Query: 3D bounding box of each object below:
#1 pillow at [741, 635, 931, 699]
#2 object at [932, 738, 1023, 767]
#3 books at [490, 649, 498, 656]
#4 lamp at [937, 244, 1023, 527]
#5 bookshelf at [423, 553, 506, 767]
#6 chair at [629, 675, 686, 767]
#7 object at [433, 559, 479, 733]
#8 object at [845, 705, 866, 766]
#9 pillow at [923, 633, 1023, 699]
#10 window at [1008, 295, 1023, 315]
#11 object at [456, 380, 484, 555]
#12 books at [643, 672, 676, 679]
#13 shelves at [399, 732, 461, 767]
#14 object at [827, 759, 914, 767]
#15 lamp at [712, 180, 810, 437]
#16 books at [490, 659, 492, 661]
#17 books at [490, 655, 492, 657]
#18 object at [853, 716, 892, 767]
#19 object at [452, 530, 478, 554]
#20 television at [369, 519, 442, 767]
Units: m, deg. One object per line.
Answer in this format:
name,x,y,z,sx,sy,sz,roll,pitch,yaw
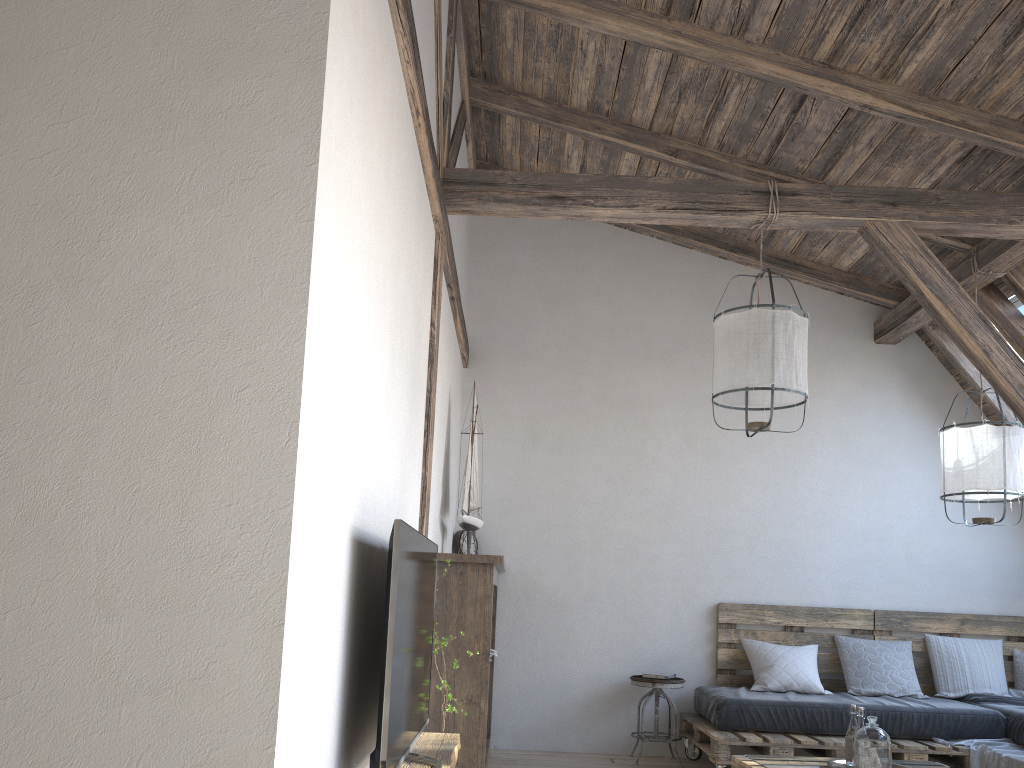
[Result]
pillow,2.022,1.756,5.516,1.129,0.349,0.358,3,-10,0
object,2.640,2.041,4.644,0.506,0.272,0.721,6,-13,-15
books,-0.223,1.470,4.886,0.222,0.086,0.265,7,-14,-19
lamp,2.454,-0.015,4.601,0.402,1.491,0.412,-4,-10,41
bookshelf,-0.240,1.577,4.929,0.348,1.151,1.658,3,-11,0
chair,0.903,2.095,5.502,0.354,0.511,0.360,2,-9,4
object,-0.282,1.274,3.565,0.276,1.100,0.523,4,-8,-13
object,1.538,1.571,3.921,0.071,0.263,0.156,3,-8,1
pillow,3.122,1.798,5.546,0.968,0.392,0.394,-1,-11,16
window,3.364,0.123,5.149,1.096,1.254,0.871,3,-9,0
object,-0.217,0.496,4.958,0.140,0.974,0.805,2,-9,5
books,0.923,1.826,5.512,0.150,0.021,0.208,-5,-15,28
shelves,-0.281,1.368,2.558,0.331,0.441,1.637,3,-13,1
object,1.575,1.675,3.818,0.395,0.021,0.403,-2,-14,20
lamp,1.087,-0.320,3.866,0.409,1.065,0.405,-4,-10,41
books,-0.233,1.520,4.834,0.204,0.009,0.263,1,-14,9
books,-0.244,1.491,4.827,0.204,0.009,0.263,-1,-14,16
object,1.538,1.543,3.755,0.157,0.243,0.157,8,-10,-31
object,-0.301,1.049,5.729,0.082,0.206,0.208,-3,-11,36
television,-0.300,0.799,2.614,0.207,0.692,1.126,3,-12,0
